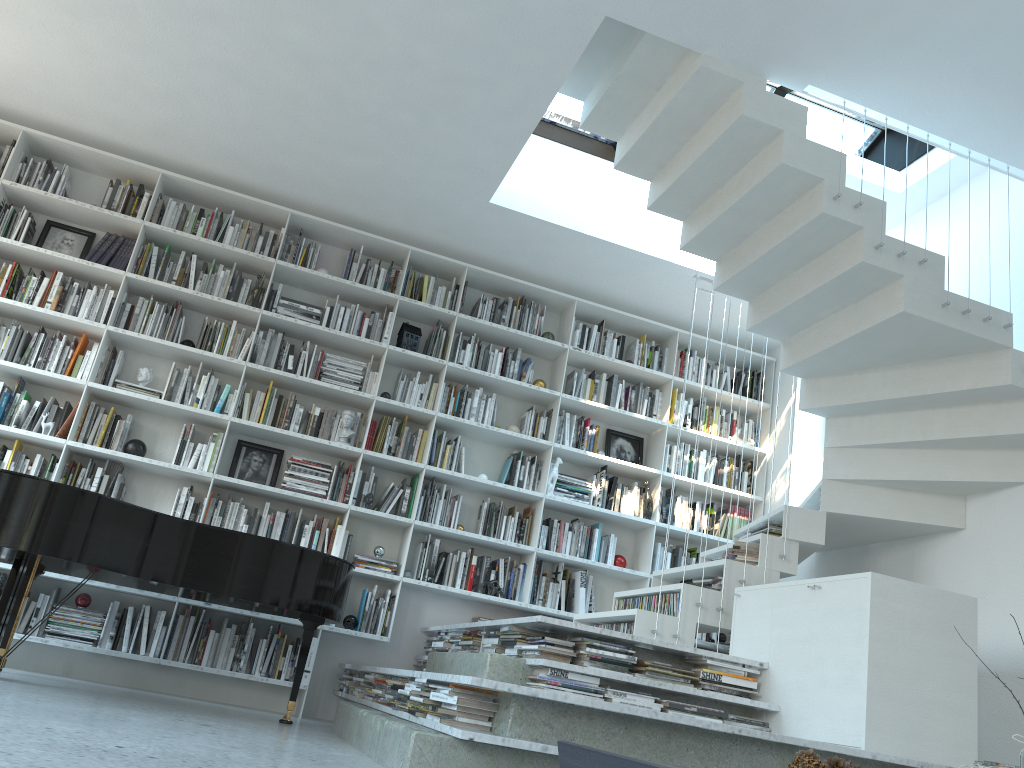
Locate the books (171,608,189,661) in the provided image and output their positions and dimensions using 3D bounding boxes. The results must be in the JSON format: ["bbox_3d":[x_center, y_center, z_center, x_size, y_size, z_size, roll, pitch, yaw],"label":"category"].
[{"bbox_3d":[-1.959,1.482,5.244,0.014,0.299,0.185,15,-20,-14],"label":"books"}]

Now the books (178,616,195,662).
[{"bbox_3d":[-1.929,1.515,5.266,0.025,0.262,0.145,15,-20,-14],"label":"books"}]

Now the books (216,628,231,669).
[{"bbox_3d":[-1.730,1.584,5.314,0.030,0.234,0.138,15,-20,-14],"label":"books"}]

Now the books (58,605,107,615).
[{"bbox_3d":[-2.488,1.310,5.132,0.254,0.005,0.161,15,-20,-13],"label":"books"}]

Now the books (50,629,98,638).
[{"bbox_3d":[-2.508,1.430,5.084,0.254,0.007,0.161,17,-21,-18],"label":"books"}]

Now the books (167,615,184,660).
[{"bbox_3d":[-1.982,1.497,5.232,0.026,0.255,0.184,15,-20,-14],"label":"books"}]

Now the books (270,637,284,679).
[{"bbox_3d":[-1.434,1.664,5.390,0.028,0.238,0.140,15,-20,-14],"label":"books"}]

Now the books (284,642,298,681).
[{"bbox_3d":[-1.354,1.690,5.406,0.028,0.227,0.162,15,-20,-14],"label":"books"}]

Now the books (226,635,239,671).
[{"bbox_3d":[-1.680,1.612,5.320,0.024,0.202,0.145,15,-20,-14],"label":"books"}]

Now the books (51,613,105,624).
[{"bbox_3d":[-2.499,1.354,5.116,0.285,0.005,0.160,16,-20,-15],"label":"books"}]

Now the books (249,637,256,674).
[{"bbox_3d":[-1.571,1.641,5.359,0.040,0.211,0.129,15,-20,-14],"label":"books"}]

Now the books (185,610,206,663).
[{"bbox_3d":[-1.884,1.501,5.276,0.034,0.310,0.170,15,-20,-14],"label":"books"}]

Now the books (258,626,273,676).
[{"bbox_3d":[-1.495,1.614,5.364,0.011,0.291,0.184,15,-20,-14],"label":"books"}]

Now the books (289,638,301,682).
[{"bbox_3d":[-1.330,1.679,5.408,0.013,0.255,0.177,15,-20,-14],"label":"books"}]

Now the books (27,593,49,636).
[{"bbox_3d":[-2.699,1.314,5.049,0.023,0.230,0.164,15,-20,-14],"label":"books"}]

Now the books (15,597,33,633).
[{"bbox_3d":[-2.777,1.312,5.034,0.025,0.197,0.160,15,-20,-14],"label":"books"}]

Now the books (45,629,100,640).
[{"bbox_3d":[-2.508,1.436,5.079,0.285,0.007,0.160,14,-20,-9],"label":"books"}]

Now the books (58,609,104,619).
[{"bbox_3d":[-2.489,1.328,5.117,0.254,0.005,0.161,17,-21,-19],"label":"books"}]

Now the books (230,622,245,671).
[{"bbox_3d":[-1.652,1.576,5.327,0.013,0.284,0.185,15,-20,-14],"label":"books"}]

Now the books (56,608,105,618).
[{"bbox_3d":[-2.491,1.325,5.129,0.254,0.005,0.161,15,-20,-14],"label":"books"}]

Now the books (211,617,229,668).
[{"bbox_3d":[-1.750,1.549,5.314,0.026,0.293,0.155,15,-20,-14],"label":"books"}]

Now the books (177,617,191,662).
[{"bbox_3d":[-1.948,1.516,5.270,0.010,0.258,0.131,15,-20,-14],"label":"books"}]

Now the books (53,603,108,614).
[{"bbox_3d":[-2.484,1.302,5.126,0.285,0.005,0.160,14,-20,-9],"label":"books"}]

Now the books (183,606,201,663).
[{"bbox_3d":[-1.902,1.483,5.273,0.012,0.336,0.144,15,-20,-14],"label":"books"}]

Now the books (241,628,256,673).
[{"bbox_3d":[-1.594,1.608,5.351,0.024,0.261,0.132,15,-20,-14],"label":"books"}]

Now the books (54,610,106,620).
[{"bbox_3d":[-2.491,1.334,5.119,0.285,0.005,0.160,17,-21,-17],"label":"books"}]

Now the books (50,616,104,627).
[{"bbox_3d":[-2.501,1.369,5.108,0.285,0.005,0.160,16,-20,-16],"label":"books"}]

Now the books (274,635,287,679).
[{"bbox_3d":[-1.409,1.656,5.385,0.011,0.257,0.172,15,-20,-14],"label":"books"}]

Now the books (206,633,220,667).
[{"bbox_3d":[-1.788,1.590,5.302,0.030,0.196,0.143,15,-20,-14],"label":"books"}]

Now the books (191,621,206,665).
[{"bbox_3d":[-1.866,1.541,5.282,0.022,0.246,0.144,15,-20,-14],"label":"books"}]

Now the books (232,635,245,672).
[{"bbox_3d":[-1.643,1.615,5.323,0.022,0.212,0.167,15,-20,-14],"label":"books"}]

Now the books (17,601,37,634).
[{"bbox_3d":[-2.739,1.327,5.035,0.053,0.183,0.148,15,-20,-14],"label":"books"}]

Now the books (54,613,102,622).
[{"bbox_3d":[-2.499,1.350,5.119,0.254,0.005,0.161,15,-20,-14],"label":"books"}]

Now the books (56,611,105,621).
[{"bbox_3d":[-2.491,1.338,5.116,0.254,0.005,0.161,14,-20,-10],"label":"books"}]

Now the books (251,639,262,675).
[{"bbox_3d":[-1.538,1.642,5.335,0.010,0.205,0.180,15,-20,-14],"label":"books"}]

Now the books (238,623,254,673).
[{"bbox_3d":[-1.604,1.586,5.336,0.014,0.287,0.185,15,-20,-14],"label":"books"}]

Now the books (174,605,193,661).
[{"bbox_3d":[-1.948,1.472,5.269,0.014,0.339,0.140,15,-20,-14],"label":"books"}]

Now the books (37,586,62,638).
[{"bbox_3d":[-2.649,1.306,5.079,0.027,0.281,0.129,15,-20,-14],"label":"books"}]

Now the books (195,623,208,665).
[{"bbox_3d":[-1.849,1.549,5.282,0.012,0.238,0.129,15,-20,-14],"label":"books"}]

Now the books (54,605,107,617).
[{"bbox_3d":[-2.490,1.316,5.133,0.285,0.005,0.160,15,-20,-14],"label":"books"}]

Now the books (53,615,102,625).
[{"bbox_3d":[-2.501,1.364,5.112,0.254,0.005,0.161,16,-20,-15],"label":"books"}]

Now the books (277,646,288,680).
[{"bbox_3d":[-1.401,1.694,5.387,0.024,0.190,0.155,15,-20,-14],"label":"books"}]

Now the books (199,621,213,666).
[{"bbox_3d":[-1.827,1.549,5.294,0.012,0.254,0.151,15,-20,-14],"label":"books"}]

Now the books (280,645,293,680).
[{"bbox_3d":[-1.376,1.691,5.386,0.022,0.204,0.191,15,-20,-14],"label":"books"}]

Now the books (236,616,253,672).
[{"bbox_3d":[-1.613,1.560,5.339,0.014,0.334,0.183,15,-20,-14],"label":"books"}]

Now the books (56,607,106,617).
[{"bbox_3d":[-2.490,1.320,5.131,0.254,0.005,0.161,15,-20,-14],"label":"books"}]

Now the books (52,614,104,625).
[{"bbox_3d":[-2.500,1.359,5.114,0.285,0.005,0.160,15,-20,-13],"label":"books"}]

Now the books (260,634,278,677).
[{"bbox_3d":[-1.470,1.638,5.355,0.044,0.250,0.187,15,-20,-14],"label":"books"}]

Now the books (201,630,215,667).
[{"bbox_3d":[-1.805,1.570,5.269,0.028,0.205,0.175,15,-20,-14],"label":"books"}]

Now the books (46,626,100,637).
[{"bbox_3d":[-2.508,1.425,5.090,0.285,0.007,0.160,15,-20,-12],"label":"books"}]

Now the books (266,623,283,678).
[{"bbox_3d":[-1.439,1.616,5.376,0.013,0.316,0.187,15,-20,-14],"label":"books"}]

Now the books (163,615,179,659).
[{"bbox_3d":[-2.016,1.496,5.243,0.012,0.253,0.161,15,-20,-14],"label":"books"}]

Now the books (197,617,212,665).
[{"bbox_3d":[-1.836,1.536,5.295,0.012,0.275,0.155,15,-20,-14],"label":"books"}]

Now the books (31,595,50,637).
[{"bbox_3d":[-2.679,1.325,5.063,0.027,0.226,0.139,15,-20,-14],"label":"books"}]

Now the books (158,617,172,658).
[{"bbox_3d":[-2.043,1.499,5.241,0.021,0.236,0.116,15,-20,-14],"label":"books"}]

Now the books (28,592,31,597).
[{"bbox_3d":[-2.792,1.294,5.039,0.012,0.230,0.138,15,-20,-14],"label":"books"}]

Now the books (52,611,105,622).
[{"bbox_3d":[-2.495,1.342,5.113,0.285,0.005,0.160,17,-21,-18],"label":"books"}]

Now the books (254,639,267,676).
[{"bbox_3d":[-1.521,1.647,5.345,0.029,0.209,0.171,15,-20,-14],"label":"books"}]

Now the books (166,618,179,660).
[{"bbox_3d":[-2.008,1.508,5.246,0.010,0.237,0.134,15,-20,-14],"label":"books"}]

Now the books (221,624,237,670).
[{"bbox_3d":[-1.700,1.580,5.325,0.028,0.260,0.133,15,-20,-14],"label":"books"}]
